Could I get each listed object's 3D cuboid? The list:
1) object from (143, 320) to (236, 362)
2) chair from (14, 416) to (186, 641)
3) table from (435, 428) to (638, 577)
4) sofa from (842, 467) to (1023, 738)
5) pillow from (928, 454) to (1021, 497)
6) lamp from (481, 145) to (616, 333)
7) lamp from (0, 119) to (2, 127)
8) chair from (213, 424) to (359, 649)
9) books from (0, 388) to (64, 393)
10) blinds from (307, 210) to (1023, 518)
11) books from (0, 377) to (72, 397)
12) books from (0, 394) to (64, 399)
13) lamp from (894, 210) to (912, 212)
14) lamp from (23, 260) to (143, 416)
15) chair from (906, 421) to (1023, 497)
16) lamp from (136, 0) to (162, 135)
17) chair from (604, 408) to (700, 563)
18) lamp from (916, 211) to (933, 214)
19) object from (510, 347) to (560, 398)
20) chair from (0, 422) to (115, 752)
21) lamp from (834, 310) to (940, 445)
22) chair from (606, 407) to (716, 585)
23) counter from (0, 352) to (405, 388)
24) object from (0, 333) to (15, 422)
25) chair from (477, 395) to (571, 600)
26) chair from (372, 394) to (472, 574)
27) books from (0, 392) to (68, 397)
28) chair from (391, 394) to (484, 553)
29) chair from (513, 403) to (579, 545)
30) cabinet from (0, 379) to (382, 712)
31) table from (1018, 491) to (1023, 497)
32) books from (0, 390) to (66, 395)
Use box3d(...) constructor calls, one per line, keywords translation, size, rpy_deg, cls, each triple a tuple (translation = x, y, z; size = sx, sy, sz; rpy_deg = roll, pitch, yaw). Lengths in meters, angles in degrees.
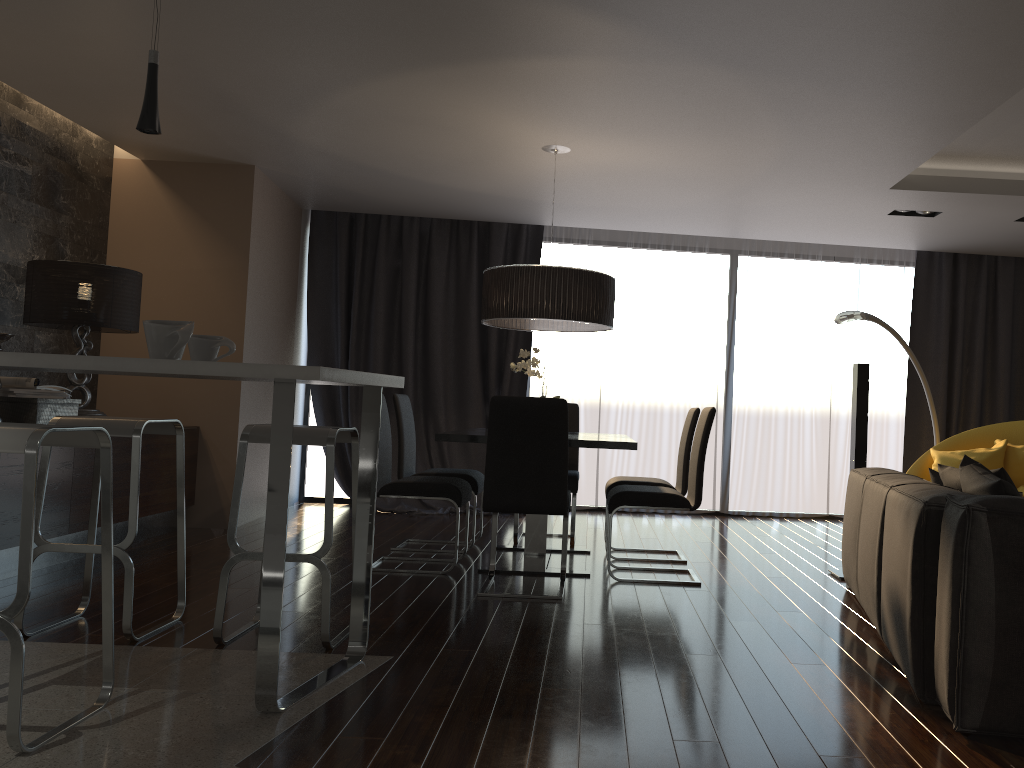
box3d(translation=(-1.026, -0.131, 2.799), size=(0.187, 0.133, 0.439), rpy_deg=(3, -2, 5), cls="object")
box3d(translation=(-1.531, 0.529, 3.362), size=(0.420, 0.801, 0.431), rpy_deg=(3, -2, 2), cls="chair")
box3d(translation=(0.180, 0.682, 5.303), size=(1.039, 0.760, 1.605), rpy_deg=(3, -2, 3), cls="table")
box3d(translation=(2.849, 0.781, 3.548), size=(2.683, 0.704, 2.533), rpy_deg=(2, -2, 12), cls="sofa")
box3d(translation=(2.297, 0.492, 3.160), size=(1.111, 0.431, 1.992), rpy_deg=(4, -2, -35), cls="pillow")
box3d(translation=(0.243, -0.898, 5.358), size=(0.772, 1.103, 0.836), rpy_deg=(2, -2, 26), cls="lamp")
box3d(translation=(-1.493, -1.172, 2.557), size=(0.058, 0.846, 0.058), rpy_deg=(3, -2, 2), cls="lamp")
box3d(translation=(-0.826, 0.562, 3.375), size=(0.420, 0.801, 0.431), rpy_deg=(3, -2, 2), cls="chair")
box3d(translation=(-2.619, 0.034, 4.754), size=(0.301, 0.011, 0.266), rpy_deg=(1, -2, 44), cls="books")
box3d(translation=(1.953, -0.219, 8.025), size=(7.604, 2.896, 0.736), rpy_deg=(3, -2, -8), cls="blinds")
box3d(translation=(-2.654, 0.021, 4.823), size=(0.316, 0.109, 0.278), rpy_deg=(2, -2, 12), cls="books")
box3d(translation=(-2.615, 0.067, 4.767), size=(0.266, 0.011, 0.301), rpy_deg=(4, -2, -41), cls="books")
box3d(translation=(2.927, -1.325, 6.586), size=(0.178, 0.077, 0.175), rpy_deg=(3, -2, -3), cls="lamp")
box3d(translation=(-2.557, -0.222, 5.220), size=(0.566, 0.934, 0.618), rpy_deg=(2, -3, 29), cls="lamp")
box3d(translation=(3.600, 0.746, 6.370), size=(1.192, 1.006, 1.443), rpy_deg=(4, -2, -31), cls="chair")
box3d(translation=(-1.031, -1.151, 2.565), size=(0.058, 0.846, 0.058), rpy_deg=(3, -2, 2), cls="lamp")
box3d(translation=(0.891, 0.622, 5.663), size=(0.572, 0.965, 0.428), rpy_deg=(3, -2, 1), cls="chair")
box3d(translation=(3.107, -1.317, 6.589), size=(0.173, 0.077, 0.181), rpy_deg=(2, -2, 14), cls="lamp")
box3d(translation=(0.136, 0.045, 5.234), size=(0.311, 0.501, 0.572), rpy_deg=(3, -2, 0), cls="object")
box3d(translation=(-1.363, 0.508, 2.349), size=(0.420, 0.801, 0.431), rpy_deg=(3, -2, 2), cls="chair")
box3d(translation=(4.392, 0.430, 7.614), size=(4.393, 1.780, 0.560), rpy_deg=(3, -2, -21), cls="lamp")
box3d(translation=(0.828, 0.600, 4.963), size=(0.572, 0.965, 0.428), rpy_deg=(3, -2, 1), cls="chair")
box3d(translation=(-1.914, -0.132, 1.124), size=(2.688, 0.041, 4.036), rpy_deg=(3, -2, 3), cls="counter")
box3d(translation=(-2.664, -0.021, 4.468), size=(0.220, 0.486, 0.196), rpy_deg=(5, -3, -40), cls="object")
box3d(translation=(0.083, 0.552, 4.468), size=(0.427, 0.965, 0.573), rpy_deg=(3, -2, 3), cls="chair")
box3d(translation=(-0.533, 0.536, 4.939), size=(0.572, 0.965, 0.428), rpy_deg=(3, -2, 1), cls="chair")
box3d(translation=(-2.622, 0.056, 4.780), size=(0.302, 0.011, 0.266), rpy_deg=(1, -2, 39), cls="books")
box3d(translation=(-0.470, 0.559, 5.639), size=(0.572, 0.965, 0.428), rpy_deg=(3, -2, 1), cls="chair")
box3d(translation=(0.259, 0.607, 6.167), size=(0.427, 0.965, 0.573), rpy_deg=(3, -2, 3), cls="chair")
box3d(translation=(-0.893, -0.315, 2.593), size=(4.440, 2.502, 6.932), rpy_deg=(3, -2, 3), cls="cabinet")
box3d(translation=(2.622, 0.891, 5.227), size=(0.601, 0.563, 0.450), rpy_deg=(3, -2, 1), cls="table")
box3d(translation=(-2.621, 0.045, 4.762), size=(0.302, 0.011, 0.266), rpy_deg=(1, -2, 39), cls="books")
